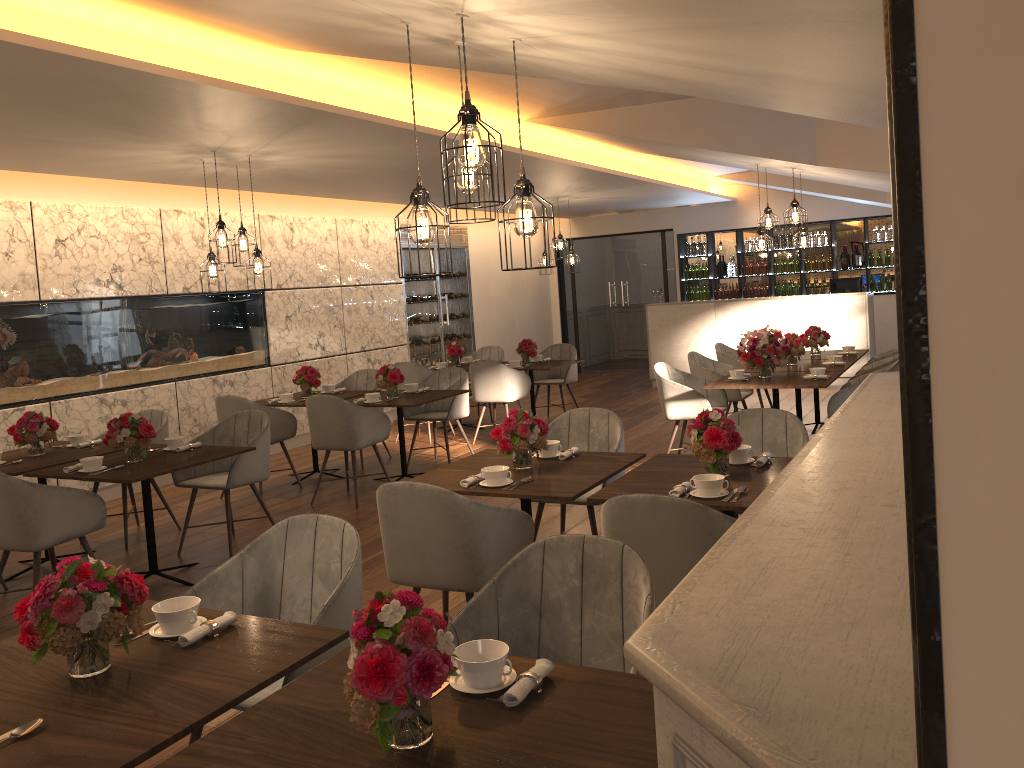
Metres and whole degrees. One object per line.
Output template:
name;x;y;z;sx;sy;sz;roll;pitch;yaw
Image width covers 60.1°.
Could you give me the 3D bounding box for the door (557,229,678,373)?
door;1.819;-1.355;14.934;2.104;2.327;0.275;-2;4;28

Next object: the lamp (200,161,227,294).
lamp;-2.256;-1.697;6.453;0.175;2.064;0.176;-2;3;30

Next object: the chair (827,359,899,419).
chair;2.645;0.239;6.610;0.526;0.870;0.567;-2;4;28

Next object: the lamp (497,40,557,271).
lamp;-0.015;-1.408;2.879;0.175;2.064;0.176;-2;3;30

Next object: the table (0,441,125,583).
table;-2.974;0.810;5.641;0.895;0.718;0.901;-1;6;28

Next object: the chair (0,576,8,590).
chair;-3.332;0.820;5.082;0.564;0.870;0.528;-2;4;28

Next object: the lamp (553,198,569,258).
lamp;0.554;-2.615;11.097;0.175;2.064;0.176;-2;3;30

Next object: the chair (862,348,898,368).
chair;3.519;-0.003;8.266;0.526;0.870;0.567;-2;4;28

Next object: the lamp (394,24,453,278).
lamp;-0.360;-1.389;2.920;0.175;2.064;0.176;-2;3;30

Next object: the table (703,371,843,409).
table;2.080;0.318;6.940;0.895;0.718;0.901;-1;6;28

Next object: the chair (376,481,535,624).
chair;-0.238;0.770;3.604;0.564;0.870;0.528;-2;4;28

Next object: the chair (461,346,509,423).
chair;-0.348;-0.005;10.704;0.564;0.870;0.528;-2;4;28

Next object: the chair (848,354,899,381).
chair;3.082;0.118;7.438;0.526;0.870;0.567;-2;4;28

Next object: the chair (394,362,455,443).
chair;-0.980;0.167;9.540;0.564;0.870;0.528;-2;4;28

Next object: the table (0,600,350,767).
table;-1.002;1.060;2.135;0.895;0.718;0.901;-1;6;28

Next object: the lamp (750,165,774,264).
lamp;2.084;-2.068;7.551;0.175;2.064;0.176;-2;3;30

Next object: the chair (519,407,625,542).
chair;0.353;0.598;4.790;0.564;0.870;0.528;-2;4;28

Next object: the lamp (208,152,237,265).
lamp;-2.076;-1.866;6.112;0.175;2.064;0.176;-2;3;30

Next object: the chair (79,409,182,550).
chair;-2.701;0.648;6.246;0.564;0.870;0.528;-2;4;28

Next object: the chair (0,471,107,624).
chair;-2.486;0.811;4.633;0.564;0.870;0.528;-2;4;28

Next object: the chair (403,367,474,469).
chair;-0.655;0.306;8.070;0.564;0.870;0.528;-2;4;28

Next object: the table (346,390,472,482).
table;-0.928;0.468;7.464;0.895;0.718;0.901;-1;6;28

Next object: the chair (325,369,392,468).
chair;-1.501;0.315;8.520;0.564;0.870;0.528;-2;4;28

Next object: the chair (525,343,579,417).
chair;0.498;-0.014;10.254;0.564;0.870;0.528;-2;4;28

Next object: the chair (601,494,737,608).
chair;0.609;0.761;3.154;0.564;0.870;0.528;-2;4;28

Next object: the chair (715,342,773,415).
chair;2.339;0.011;8.873;0.526;0.870;0.567;-2;4;28

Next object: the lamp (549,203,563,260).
lamp;0.514;-2.681;11.717;0.175;2.064;0.176;-2;3;30

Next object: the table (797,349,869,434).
table;2.954;0.075;8.596;0.895;0.718;0.901;-1;6;28

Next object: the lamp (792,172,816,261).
lamp;2.429;-2.087;7.510;0.175;2.064;0.176;-2;3;30

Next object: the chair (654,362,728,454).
chair;1.465;0.254;7.217;0.526;0.870;0.567;-2;4;28

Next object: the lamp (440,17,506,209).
lamp;-0.181;-1.558;2.580;0.175;2.064;0.176;-2;3;30

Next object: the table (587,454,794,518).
table;0.926;0.751;3.734;0.895;0.718;0.901;-1;6;28

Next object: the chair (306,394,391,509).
chair;-1.286;0.478;6.906;0.564;0.870;0.528;-2;4;28

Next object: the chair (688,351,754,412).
chair;1.902;0.133;8.045;0.526;0.870;0.567;-2;4;28

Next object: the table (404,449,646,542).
table;0.080;0.760;4.184;0.895;0.718;0.901;-1;6;28

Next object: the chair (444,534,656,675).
chair;0.118;0.890;2.291;0.564;0.870;0.528;-2;4;28

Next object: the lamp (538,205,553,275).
lamp;0.374;-2.446;11.437;0.175;2.064;0.176;-2;3;30

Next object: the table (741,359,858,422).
table;2.517;0.197;7.768;0.895;0.718;0.901;-1;6;28

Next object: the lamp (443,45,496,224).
lamp;-0.221;-1.623;3.200;0.175;2.064;0.176;-2;3;30

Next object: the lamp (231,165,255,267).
lamp;-2.116;-1.932;6.732;0.175;2.064;0.176;-2;3;30

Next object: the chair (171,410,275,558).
chair;-1.854;0.640;5.796;0.564;0.870;0.528;-2;4;28

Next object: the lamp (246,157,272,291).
lamp;-1.910;-1.716;6.412;0.175;2.064;0.176;-2;3;30

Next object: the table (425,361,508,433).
table;-0.622;0.156;10.098;0.895;0.718;0.901;-1;6;28

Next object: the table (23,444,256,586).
table;-2.128;0.801;5.191;0.895;0.718;0.901;-1;6;28

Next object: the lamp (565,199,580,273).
lamp;0.720;-2.466;11.396;0.175;2.064;0.176;-2;3;30

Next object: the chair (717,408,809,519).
chair;1.199;0.589;4.340;0.564;0.870;0.528;-2;4;28

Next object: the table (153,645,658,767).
table;-0.155;1.051;1.685;0.895;0.718;0.901;-1;6;28

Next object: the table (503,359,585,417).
table;0.225;0.148;9.648;0.895;0.718;0.901;-1;6;28

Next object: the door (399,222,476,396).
door;-0.975;-0.967;12.194;0.134;2.461;1.866;-2;4;28

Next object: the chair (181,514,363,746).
chair;-0.729;0.899;2.741;0.564;0.870;0.528;-2;4;28

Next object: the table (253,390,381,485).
table;-1.774;0.477;7.914;0.895;0.718;0.901;-1;6;28

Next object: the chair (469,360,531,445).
chair;-0.133;0.158;9.090;0.564;0.870;0.528;-2;4;28

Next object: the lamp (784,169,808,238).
lamp;2.263;-2.237;7.210;0.175;2.064;0.176;-2;3;30

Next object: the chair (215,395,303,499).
chair;-2.133;0.487;7.356;0.564;0.870;0.528;-2;4;28

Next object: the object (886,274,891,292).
object;5.494;-1.479;12.922;0.065;0.261;0.066;-4;3;7

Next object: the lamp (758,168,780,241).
lamp;2.223;-2.302;7.831;0.175;2.064;0.176;-2;3;30
